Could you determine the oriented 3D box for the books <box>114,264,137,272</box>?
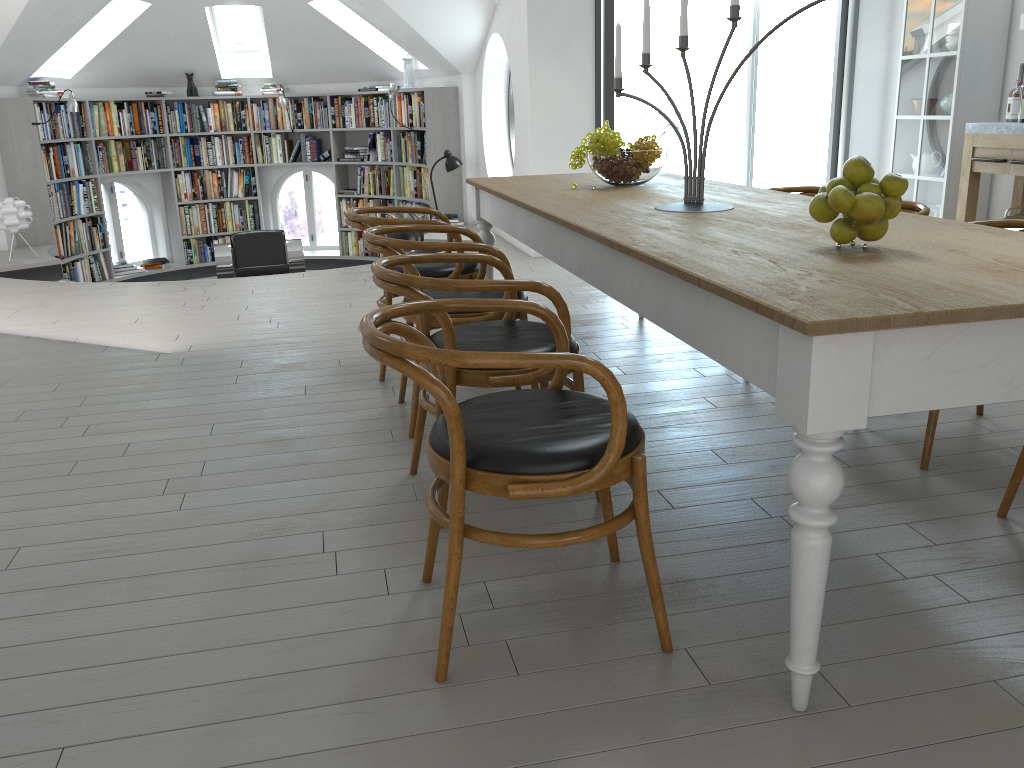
[{"bbox_3d":[-4.392,-1.311,9.975,0.270,0.031,0.287,-14,21,-34],"label":"books"}]

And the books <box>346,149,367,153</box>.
[{"bbox_3d":[-1.792,-2.740,10.409,0.227,0.036,0.214,11,22,36],"label":"books"}]

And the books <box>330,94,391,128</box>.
[{"bbox_3d":[-1.655,-3.124,10.148,0.971,0.364,0.308,9,19,30],"label":"books"}]

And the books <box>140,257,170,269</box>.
[{"bbox_3d":[-4.102,-1.384,10.207,0.318,0.099,0.294,-5,17,-10],"label":"books"}]

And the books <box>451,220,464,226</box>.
[{"bbox_3d":[-0.662,-1.602,8.812,0.286,0.034,0.306,-9,19,-21],"label":"books"}]

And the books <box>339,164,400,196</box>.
[{"bbox_3d":[-1.581,-2.378,10.313,0.975,0.349,0.253,8,19,29],"label":"books"}]

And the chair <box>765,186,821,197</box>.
[{"bbox_3d":[1.253,-0.577,4.329,0.621,0.729,0.531,-5,17,-11],"label":"chair"}]

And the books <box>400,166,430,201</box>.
[{"bbox_3d":[-0.928,-2.191,9.660,0.276,0.345,1.027,-10,19,-25],"label":"books"}]

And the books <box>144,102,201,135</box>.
[{"bbox_3d":[-3.877,-3.012,10.040,0.684,0.343,0.266,-13,20,-33],"label":"books"}]

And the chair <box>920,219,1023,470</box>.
[{"bbox_3d":[1.564,-0.159,2.961,0.621,0.729,0.531,-4,17,-8],"label":"chair"}]

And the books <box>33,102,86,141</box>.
[{"bbox_3d":[-4.573,-2.586,8.716,0.300,0.358,1.041,-1,17,4],"label":"books"}]

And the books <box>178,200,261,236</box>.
[{"bbox_3d":[-3.466,-1.990,10.538,1.034,0.354,0.294,-10,19,-26],"label":"books"}]

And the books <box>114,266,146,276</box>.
[{"bbox_3d":[-4.391,-1.279,9.984,0.389,0.042,0.367,15,24,42],"label":"books"}]

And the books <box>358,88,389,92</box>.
[{"bbox_3d":[-1.515,-3.339,10.065,0.337,0.036,0.318,13,22,38],"label":"books"}]

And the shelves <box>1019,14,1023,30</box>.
[{"bbox_3d":[4.184,-1.953,2.966,0.480,1.351,5.589,-7,18,-17],"label":"shelves"}]

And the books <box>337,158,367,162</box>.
[{"bbox_3d":[-1.789,-2.649,10.435,0.388,0.042,0.368,7,19,27],"label":"books"}]

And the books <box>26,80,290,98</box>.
[{"bbox_3d":[-3.825,-3.225,9.684,2.825,0.172,0.750,-17,23,-39],"label":"books"}]

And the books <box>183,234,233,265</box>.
[{"bbox_3d":[-3.469,-1.639,10.626,1.021,0.304,0.289,-10,19,-26],"label":"books"}]

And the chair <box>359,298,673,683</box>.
[{"bbox_3d":[-0.001,0.194,1.979,0.621,0.729,0.531,-4,17,-9],"label":"chair"}]

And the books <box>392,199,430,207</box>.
[{"bbox_3d":[-0.963,-1.842,9.815,0.304,0.356,1.190,-11,20,-29],"label":"books"}]

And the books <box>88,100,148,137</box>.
[{"bbox_3d":[-4.318,-2.854,9.540,0.269,0.370,0.798,8,20,30],"label":"books"}]

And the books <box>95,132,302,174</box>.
[{"bbox_3d":[-3.611,-2.643,10.112,2.535,0.368,0.594,-12,20,-30],"label":"books"}]

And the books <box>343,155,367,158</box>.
[{"bbox_3d":[-1.790,-2.680,10.426,0.286,0.031,0.271,6,19,22],"label":"books"}]

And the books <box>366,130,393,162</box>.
[{"bbox_3d":[-1.409,-2.724,10.134,0.554,0.348,0.257,10,20,33],"label":"books"}]

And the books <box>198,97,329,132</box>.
[{"bbox_3d":[-2.862,-3.156,10.367,1.566,0.364,0.397,-4,17,-6],"label":"books"}]

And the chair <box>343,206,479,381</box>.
[{"bbox_3d":[-0.425,-0.436,4.038,0.621,0.729,0.531,-4,17,-8],"label":"chair"}]

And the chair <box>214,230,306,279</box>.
[{"bbox_3d":[-2.496,-1.134,8.812,0.824,0.714,0.746,-7,17,-16],"label":"chair"}]

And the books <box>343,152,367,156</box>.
[{"bbox_3d":[-1.791,-2.710,10.417,0.286,0.031,0.271,11,22,36],"label":"books"}]

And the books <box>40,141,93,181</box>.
[{"bbox_3d":[-4.573,-2.221,8.839,0.303,0.345,1.097,-1,17,4],"label":"books"}]

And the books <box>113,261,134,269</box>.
[{"bbox_3d":[-4.393,-1.341,9.967,0.214,0.036,0.228,-14,21,-34],"label":"books"}]

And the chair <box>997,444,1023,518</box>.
[{"bbox_3d":[1.709,0.050,2.277,0.622,0.729,0.531,-6,17,-15],"label":"chair"}]

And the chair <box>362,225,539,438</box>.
[{"bbox_3d":[-0.229,-0.231,3.362,0.621,0.729,0.531,-5,17,-11],"label":"chair"}]

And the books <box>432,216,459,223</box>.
[{"bbox_3d":[-0.663,-1.633,8.803,0.269,0.031,0.288,-2,17,-2],"label":"books"}]

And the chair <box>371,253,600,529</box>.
[{"bbox_3d":[-0.089,-0.020,2.674,0.622,0.729,0.531,-7,17,-16],"label":"chair"}]

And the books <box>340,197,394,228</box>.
[{"bbox_3d":[-1.639,-2.027,10.467,0.873,0.348,0.274,8,19,28],"label":"books"}]

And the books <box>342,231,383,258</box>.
[{"bbox_3d":[-1.416,-1.627,10.380,1.501,0.309,0.361,12,22,38],"label":"books"}]

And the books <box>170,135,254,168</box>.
[{"bbox_3d":[-3.518,-2.729,10.359,1.030,0.356,0.302,-10,18,-25],"label":"books"}]

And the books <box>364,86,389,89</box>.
[{"bbox_3d":[-1.516,-3.366,10.058,0.234,0.027,0.248,-15,22,-37],"label":"books"}]

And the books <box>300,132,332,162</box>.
[{"bbox_3d":[-2.271,-2.803,10.484,0.399,0.338,0.226,1,17,8],"label":"books"}]

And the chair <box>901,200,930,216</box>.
[{"bbox_3d":[1.349,-0.363,3.634,0.622,0.729,0.531,-6,17,-15],"label":"chair"}]

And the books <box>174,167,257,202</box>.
[{"bbox_3d":[-3.489,-2.356,10.426,1.000,0.349,0.299,-11,19,-27],"label":"books"}]

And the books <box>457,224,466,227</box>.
[{"bbox_3d":[-0.661,-1.568,8.822,0.366,0.042,0.391,-5,18,-11],"label":"books"}]

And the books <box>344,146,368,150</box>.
[{"bbox_3d":[-1.793,-2.770,10.400,0.270,0.031,0.287,-12,20,-30],"label":"books"}]

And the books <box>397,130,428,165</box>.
[{"bbox_3d":[-0.948,-2.558,9.557,0.280,0.355,1.058,-10,19,-25],"label":"books"}]

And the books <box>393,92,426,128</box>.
[{"bbox_3d":[-0.963,-2.928,9.463,0.293,0.359,1.020,-11,19,-28],"label":"books"}]
